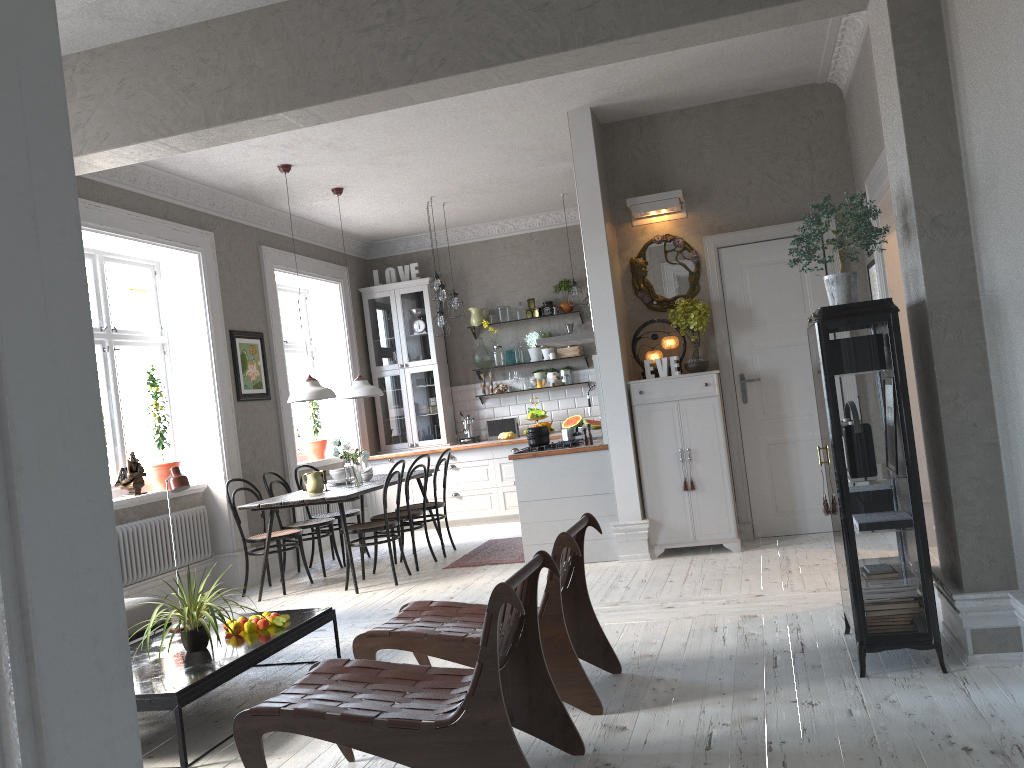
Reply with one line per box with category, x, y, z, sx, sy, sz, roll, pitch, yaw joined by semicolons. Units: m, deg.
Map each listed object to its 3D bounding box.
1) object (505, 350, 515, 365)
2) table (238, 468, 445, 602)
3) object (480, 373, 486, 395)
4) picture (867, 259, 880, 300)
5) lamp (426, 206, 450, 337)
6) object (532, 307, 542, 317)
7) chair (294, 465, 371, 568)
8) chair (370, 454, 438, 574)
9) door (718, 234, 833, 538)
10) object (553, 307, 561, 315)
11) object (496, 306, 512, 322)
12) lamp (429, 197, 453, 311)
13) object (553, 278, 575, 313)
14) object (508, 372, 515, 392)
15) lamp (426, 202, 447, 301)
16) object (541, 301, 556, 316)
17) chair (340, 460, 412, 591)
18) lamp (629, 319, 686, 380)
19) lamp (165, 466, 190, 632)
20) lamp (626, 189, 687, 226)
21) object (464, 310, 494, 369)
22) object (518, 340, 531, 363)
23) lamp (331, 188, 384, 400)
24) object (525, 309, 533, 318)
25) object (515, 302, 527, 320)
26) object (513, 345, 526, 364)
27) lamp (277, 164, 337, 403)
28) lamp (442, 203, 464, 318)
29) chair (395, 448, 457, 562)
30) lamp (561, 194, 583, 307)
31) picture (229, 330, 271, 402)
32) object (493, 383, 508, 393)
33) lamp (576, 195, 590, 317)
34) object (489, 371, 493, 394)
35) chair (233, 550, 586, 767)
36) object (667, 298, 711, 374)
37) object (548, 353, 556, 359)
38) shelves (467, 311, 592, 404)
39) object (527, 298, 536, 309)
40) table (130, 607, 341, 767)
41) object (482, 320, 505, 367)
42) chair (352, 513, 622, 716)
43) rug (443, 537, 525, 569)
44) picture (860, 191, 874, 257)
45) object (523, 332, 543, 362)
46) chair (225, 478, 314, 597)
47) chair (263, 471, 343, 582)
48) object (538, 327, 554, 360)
object;-0.012;-0.298;10.063;0.124;0.172;0.127;-7;-1;18
table;-1.318;1.209;7.428;0.896;0.735;1.939;-7;-1;15
object;-0.330;-0.002;10.124;0.054;0.264;0.061;-7;-1;-14
picture;2.502;-0.685;6.104;0.014;0.331;0.494;-7;-1;15
lamp;-0.798;-1.344;8.852;0.149;1.735;0.145;-7;-1;-19
object;0.284;-0.795;9.926;0.081;0.113;0.084;-8;-1;24
chair;-1.638;1.169;8.030;0.540;0.920;0.445;-8;-1;27
chair;-0.905;1.062;7.313;0.541;0.920;0.444;-7;-1;22
door;2.039;0.021;6.550;0.744;2.183;0.081;-7;-1;13
object;0.496;-0.815;9.826;0.092;0.096;0.075;-7;-1;15
object;-0.087;-0.782;10.025;0.175;0.184;0.168;-6;-1;-37
lamp;-0.753;-1.568;8.509;0.149;1.735;0.144;-6;-1;-29
object;0.608;-0.980;9.851;0.255;0.397;0.246;-8;-1;39
object;0.002;-0.024;10.045;0.082;0.217;0.082;-7;-1;0
lamp;-0.818;-1.687;8.688;0.146;1.735;0.147;-7;-1;1
object;0.411;-0.841;9.947;0.140;0.174;0.143;-7;-1;14
chair;-1.045;1.068;6.792;0.545;0.920;0.441;-7;-1;12
lamp;1.107;-0.210;6.628;0.443;0.558;0.174;-7;-1;21
lamp;-1.714;0.843;4.542;0.141;0.839;0.246;-6;-1;-40
lamp;1.090;-1.324;6.668;0.412;0.171;0.222;-7;-1;14
object;-0.372;-0.509;10.043;0.338;0.674;0.334;-7;-1;-17
object;0.139;-0.361;10.090;0.130;0.264;0.133;-7;-1;20
lamp;-1.428;-0.800;7.794;0.374;1.858;0.385;-7;-1;22
object;0.201;-0.784;9.950;0.082;0.113;0.083;-7;-1;14
object;0.107;-0.823;10.077;0.142;0.220;0.137;-7;-1;-26
object;0.080;-0.328;9.949;0.122;0.206;0.127;-8;-1;37
lamp;-1.669;-0.790;6.923;0.387;1.858;0.371;-6;-1;-38
lamp;-0.651;-1.523;8.811;0.146;1.735;0.147;-7;-1;1
chair;-0.757;1.054;7.780;0.545;0.920;0.441;-7;-1;12
lamp;0.552;-1.663;9.064;0.150;1.735;0.143;-6;-1;-44
picture;-2.298;-0.157;7.802;0.020;0.619;0.526;-7;-1;15
object;-0.132;0.047;10.036;0.178;0.111;0.095;-7;-1;-9
lamp;0.726;-1.559;9.164;0.148;1.735;0.145;-7;-1;-14
object;-0.233;-0.015;10.085;0.063;0.264;0.052;-6;-1;-40
chair;-0.340;0.995;2.944;1.007;0.721;0.512;-7;-1;14
object;1.339;-0.357;6.490;0.347;0.553;0.291;-6;-1;-42
object;0.450;-0.311;9.835;0.104;0.071;0.064;-8;-2;44
shelves;0.205;-0.269;9.982;1.304;0.923;0.231;-7;-1;13
object;0.217;-0.899;9.932;0.083;0.113;0.082;-7;-1;-6
table;-1.496;1.379;4.121;0.841;0.303;1.323;-7;-1;15
object;-0.209;-0.463;9.959;0.191;0.540;0.282;-7;-1;7
chair;-0.110;0.985;3.778;1.007;0.721;0.512;-7;-1;14
rug;-0.040;1.414;7.563;0.729;0.014;1.302;-7;-1;15
picture;2.451;-1.097;6.109;0.012;0.416;0.285;-7;-1;15
object;0.273;-0.427;9.995;0.240;0.354;0.239;-8;-1;32
chair;-1.931;1.182;7.019;0.541;0.920;0.444;-7;-1;22
chair;-1.785;1.177;7.560;0.545;0.920;0.441;-7;-1;12
object;0.385;-0.455;9.914;0.187;0.380;0.166;-7;-1;-25
